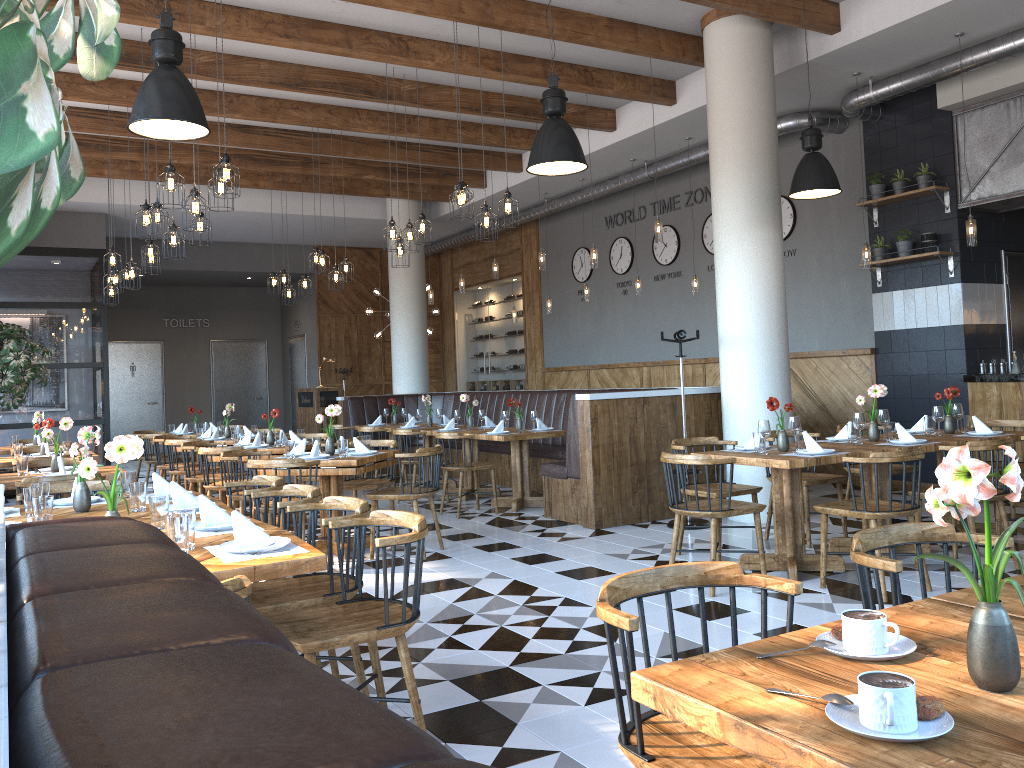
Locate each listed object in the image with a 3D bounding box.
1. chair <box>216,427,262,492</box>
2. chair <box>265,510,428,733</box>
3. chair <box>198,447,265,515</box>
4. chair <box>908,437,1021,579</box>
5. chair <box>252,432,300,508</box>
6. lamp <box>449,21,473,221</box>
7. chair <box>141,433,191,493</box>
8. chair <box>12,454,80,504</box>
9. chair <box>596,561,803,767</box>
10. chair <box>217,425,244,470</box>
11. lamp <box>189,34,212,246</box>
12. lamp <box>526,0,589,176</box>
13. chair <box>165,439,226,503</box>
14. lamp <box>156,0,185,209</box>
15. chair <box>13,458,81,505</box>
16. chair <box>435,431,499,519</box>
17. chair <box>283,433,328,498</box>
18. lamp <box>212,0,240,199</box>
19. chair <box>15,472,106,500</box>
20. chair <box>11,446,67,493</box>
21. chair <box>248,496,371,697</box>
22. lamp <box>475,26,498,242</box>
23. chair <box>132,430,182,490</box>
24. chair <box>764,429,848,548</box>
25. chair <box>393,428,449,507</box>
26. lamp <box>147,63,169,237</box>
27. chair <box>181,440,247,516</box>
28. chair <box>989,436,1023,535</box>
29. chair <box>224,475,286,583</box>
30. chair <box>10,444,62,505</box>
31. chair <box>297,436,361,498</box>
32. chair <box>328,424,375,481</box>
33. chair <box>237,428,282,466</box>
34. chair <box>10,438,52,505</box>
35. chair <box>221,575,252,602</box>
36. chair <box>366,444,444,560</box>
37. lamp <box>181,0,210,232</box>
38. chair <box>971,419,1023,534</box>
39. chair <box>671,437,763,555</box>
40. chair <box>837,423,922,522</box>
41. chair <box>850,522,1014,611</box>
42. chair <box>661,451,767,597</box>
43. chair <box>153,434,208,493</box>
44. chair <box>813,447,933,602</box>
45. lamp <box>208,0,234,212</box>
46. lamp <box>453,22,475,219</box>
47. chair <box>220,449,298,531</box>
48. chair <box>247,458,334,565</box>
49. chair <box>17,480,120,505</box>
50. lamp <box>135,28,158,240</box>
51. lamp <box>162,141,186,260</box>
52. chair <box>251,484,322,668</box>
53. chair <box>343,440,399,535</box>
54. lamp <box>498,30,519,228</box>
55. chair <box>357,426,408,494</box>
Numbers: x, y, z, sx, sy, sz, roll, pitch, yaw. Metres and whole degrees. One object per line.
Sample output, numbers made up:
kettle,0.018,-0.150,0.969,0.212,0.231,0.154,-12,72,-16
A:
chair,-3.553,0.984,11.590,0.549,0.818,0.519,-3,-2,15
chair,-0.567,0.899,3.143,0.550,0.818,0.518,-2,-2,-30
chair,-2.479,0.956,7.887,0.519,0.818,0.549,-3,-1,15
chair,2.849,0.747,5.558,0.519,0.818,0.549,-2,-2,-30
chair,-2.613,0.952,9.952,0.549,0.818,0.519,-3,-2,15
lamp,-0.459,-2.391,7.332,0.175,2.074,0.175,-1,-2,-23
chair,-4.343,1.018,11.135,0.519,0.818,0.549,-3,-1,15
chair,-4.004,1.020,7.637,0.519,0.818,0.549,-2,-2,-30
chair,0.491,0.860,1.958,0.519,0.818,0.549,-2,-2,-30
chair,-4.025,0.999,12.394,0.519,0.818,0.549,-3,-1,15
lamp,-2.770,-2.255,7.802,0.175,2.074,0.175,0,-3,-44
lamp,0.243,-2.272,5.563,0.390,1.868,0.390,0,-3,-42
chair,-3.403,0.987,9.498,0.519,0.818,0.549,-3,-1,15
lamp,-2.405,-2.263,6.180,0.175,2.074,0.175,-3,-2,13
chair,-3.558,1.005,6.861,0.519,0.818,0.549,-2,-2,-30
chair,-0.457,0.869,8.701,0.550,0.818,0.518,-2,-2,-30
chair,-2.141,0.936,9.131,0.519,0.818,0.549,-3,-1,15
lamp,-2.081,-2.377,6.372,0.175,2.074,0.175,0,-3,-44
chair,-2.909,0.983,5.730,0.519,0.818,0.549,-2,-2,-30
chair,-4.652,1.042,8.767,0.519,0.818,0.549,-2,-2,-30
chair,-0.853,0.908,3.642,0.550,0.818,0.518,-2,-2,-30
lamp,-0.250,-2.226,7.401,0.175,2.074,0.175,-2,-2,-12
chair,-4.796,1.033,11.925,0.549,0.818,0.519,-3,-2,15
chair,2.188,0.769,6.709,0.519,0.818,0.549,-2,-2,-30
chair,-1.005,0.887,9.655,0.550,0.818,0.518,-2,-2,-30
lamp,-3.151,-2.339,7.828,0.175,2.074,0.175,-2,-2,-11
chair,-2.932,0.971,8.677,0.549,0.818,0.519,-3,-2,15
chair,3.600,0.714,5.990,0.519,0.818,0.549,-2,-2,-30
chair,-1.490,0.929,4.751,0.550,0.818,0.518,-2,-2,-30
chair,-5.075,1.056,9.504,0.519,0.818,0.549,-2,-2,-30
chair,-1.688,0.921,8.341,0.549,0.818,0.519,-3,-2,15
chair,-2.100,0.924,11.564,0.550,0.818,0.518,-2,-2,-30
chair,-3.066,0.967,10.742,0.519,0.818,0.549,-3,-1,15
chair,-5.724,1.077,10.634,0.519,0.818,0.549,-2,-2,-30
chair,-0.960,0.918,2.328,0.519,0.818,0.549,-2,-2,-30
chair,-0.794,0.892,6.782,0.549,0.818,0.519,-3,-2,15
lamp,-2.303,-2.137,6.375,0.175,2.074,0.175,0,-3,-44
chair,3.817,0.701,6.881,0.550,0.818,0.518,-2,-2,-30
chair,1.436,0.802,6.276,0.519,0.818,0.549,-2,-2,-30
chair,2.940,0.736,7.141,0.519,0.818,0.549,-2,-2,-30
chair,1.236,0.828,2.386,0.519,0.818,0.549,-2,-2,-30
chair,1.211,0.815,5.396,0.550,0.818,0.518,-2,-2,-30
chair,-3.856,1.002,10.287,0.549,0.818,0.519,-3,-2,15
chair,2.096,0.780,5.125,0.519,0.818,0.549,-2,-2,-30
lamp,-2.179,-2.317,6.552,0.175,2.074,0.175,-4,-3,35
lamp,-0.450,-2.450,7.542,0.175,2.074,0.175,-2,-2,-12
chair,-2.037,0.941,7.118,0.549,0.818,0.519,-3,-2,15
chair,-1.584,0.926,6.328,0.519,0.818,0.549,-3,-1,15
chair,-2.395,0.966,4.830,0.519,0.818,0.549,-2,-2,-30
lamp,-3.165,-2.281,7.618,0.175,2.074,0.175,-1,-2,-22
lamp,-2.955,-2.116,7.683,0.175,2.074,0.175,-2,-2,-11
chair,-1.177,0.919,4.205,0.550,0.818,0.518,-2,-2,-30
chair,-1.247,0.907,7.572,0.519,0.818,0.549,-3,-1,15
lamp,-0.068,-2.365,7.523,0.175,2.074,0.175,-4,-3,45
chair,-1.553,0.906,10.610,0.550,0.818,0.518,-2,-2,-30
